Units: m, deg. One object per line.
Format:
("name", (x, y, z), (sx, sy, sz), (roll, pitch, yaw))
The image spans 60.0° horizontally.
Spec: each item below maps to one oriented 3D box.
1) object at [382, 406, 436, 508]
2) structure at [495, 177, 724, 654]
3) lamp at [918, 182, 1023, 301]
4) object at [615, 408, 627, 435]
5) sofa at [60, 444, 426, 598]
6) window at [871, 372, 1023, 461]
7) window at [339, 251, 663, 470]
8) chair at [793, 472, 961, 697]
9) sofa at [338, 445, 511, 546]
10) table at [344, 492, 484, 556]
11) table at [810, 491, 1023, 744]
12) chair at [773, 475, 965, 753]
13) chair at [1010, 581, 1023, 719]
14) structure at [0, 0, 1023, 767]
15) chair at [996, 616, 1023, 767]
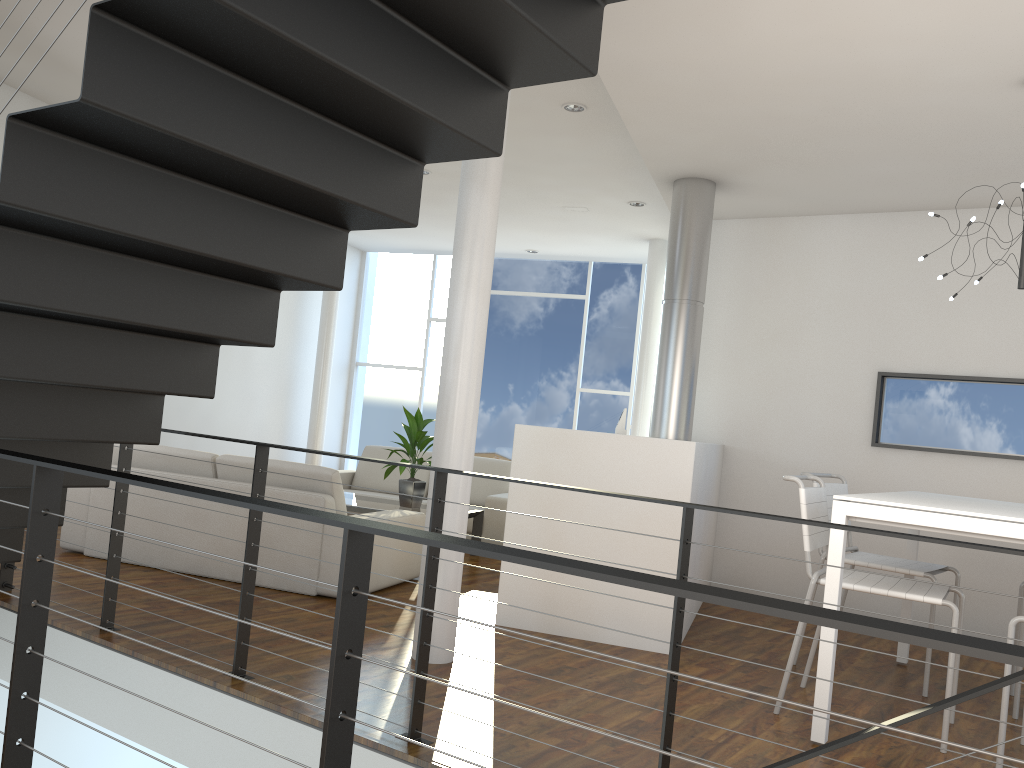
("object", (-0.570, 0.437, 5.298), (0.432, 0.601, 0.458), (6, -2, 3))
("structure", (0.793, 0.044, 4.927), (0.749, 2.204, 2.754), (5, -2, 17))
("lamp", (1.787, -0.677, 3.045), (0.590, 0.725, 0.618), (7, -2, -35))
("object", (0.634, 0.215, 5.117), (0.061, 0.151, 0.100), (6, -1, 4))
("sofa", (-1.317, 0.625, 4.459), (1.609, 0.565, 0.803), (5, -2, 18))
("window", (2.855, 0.203, 4.325), (2.022, 0.407, 0.165), (4, -2, 33))
("window", (0.175, -1.563, 8.403), (3.413, 5.632, 0.090), (5, -1, 17))
("chair", (1.455, 0.768, 3.563), (0.554, 0.764, 0.428), (4, -2, 39))
("sofa", (-0.670, 0.780, 6.494), (1.609, 0.565, 0.803), (5, -2, 19))
("table", (-1.050, 0.842, 5.475), (1.607, 0.284, 0.662), (5, -2, 18))
("table", (1.581, 0.769, 2.988), (0.699, 0.720, 1.402), (5, -2, 33))
("chair", (1.176, 0.712, 2.928), (0.554, 0.764, 0.428), (5, -2, 30))
("chair", (2.102, 0.813, 3.111), (0.554, 0.764, 0.428), (5, -2, 28))
("structure", (-0.593, 0.400, 1.945), (4.357, 6.294, 1.096), (5, -1, 33))
("chair", (1.736, 0.749, 2.482), (0.554, 0.764, 0.428), (4, -2, 40))
